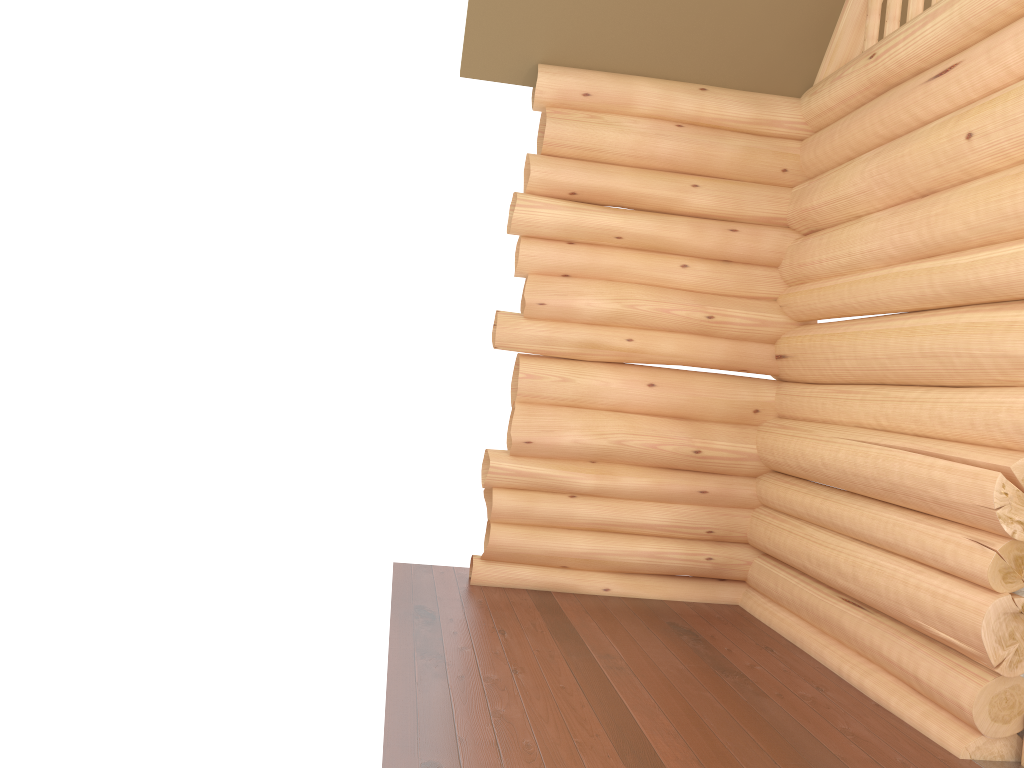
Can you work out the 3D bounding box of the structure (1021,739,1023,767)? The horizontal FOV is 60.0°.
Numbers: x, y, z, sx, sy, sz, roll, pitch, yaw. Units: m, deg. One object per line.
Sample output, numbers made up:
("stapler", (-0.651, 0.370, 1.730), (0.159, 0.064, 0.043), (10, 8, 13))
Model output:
("structure", (4.367, 1.333, 5.480), (3.604, 1.643, 1.951), (6, 0, -13))
